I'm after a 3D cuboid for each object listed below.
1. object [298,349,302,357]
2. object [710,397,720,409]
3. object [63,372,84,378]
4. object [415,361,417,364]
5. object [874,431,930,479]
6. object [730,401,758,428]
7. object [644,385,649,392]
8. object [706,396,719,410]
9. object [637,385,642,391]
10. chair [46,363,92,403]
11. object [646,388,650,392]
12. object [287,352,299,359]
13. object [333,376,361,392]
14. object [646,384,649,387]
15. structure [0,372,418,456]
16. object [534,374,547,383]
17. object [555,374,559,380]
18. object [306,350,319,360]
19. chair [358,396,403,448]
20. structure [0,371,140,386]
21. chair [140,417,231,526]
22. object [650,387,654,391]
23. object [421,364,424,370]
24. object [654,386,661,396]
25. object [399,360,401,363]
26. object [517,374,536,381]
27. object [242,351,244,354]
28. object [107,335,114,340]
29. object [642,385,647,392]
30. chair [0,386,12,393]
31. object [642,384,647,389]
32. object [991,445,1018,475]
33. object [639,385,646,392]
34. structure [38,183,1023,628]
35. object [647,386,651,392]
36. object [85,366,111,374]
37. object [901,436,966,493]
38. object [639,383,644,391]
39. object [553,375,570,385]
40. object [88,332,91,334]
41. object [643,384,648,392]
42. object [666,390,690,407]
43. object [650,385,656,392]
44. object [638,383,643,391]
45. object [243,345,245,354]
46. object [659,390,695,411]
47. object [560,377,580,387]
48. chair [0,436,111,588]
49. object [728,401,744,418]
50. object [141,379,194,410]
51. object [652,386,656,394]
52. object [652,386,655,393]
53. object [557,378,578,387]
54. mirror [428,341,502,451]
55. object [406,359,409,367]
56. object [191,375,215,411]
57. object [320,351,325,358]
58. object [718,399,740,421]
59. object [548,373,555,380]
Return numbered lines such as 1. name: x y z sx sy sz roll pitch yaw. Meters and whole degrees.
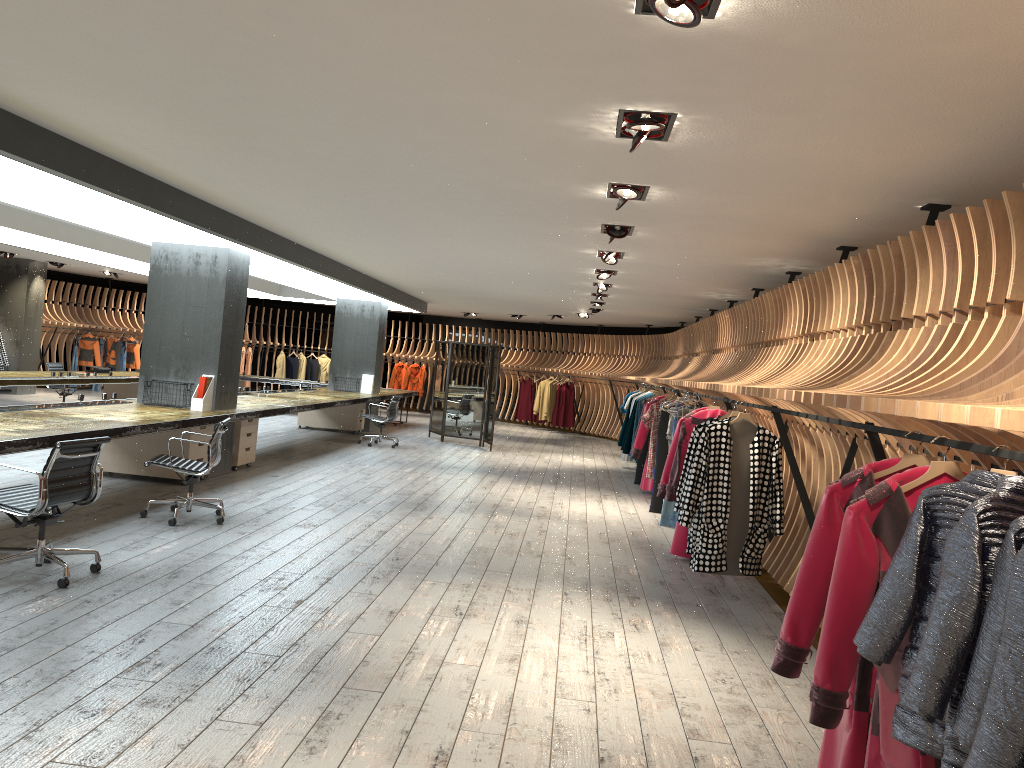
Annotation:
1. object: -5.794 -0.818 24.364 0.012 0.270 0.525 5 1 -41
2. object: 1.760 0.243 7.691 0.525 0.270 0.012 6 1 34
3. object: -6.576 -0.131 13.255 0.302 0.071 0.209 5 1 -1
4. object: -2.658 -0.523 24.452 0.012 0.270 0.525 6 1 34
5. object: 1.458 0.304 3.208 0.525 0.270 0.012 6 1 34
6. object: 1.689 0.261 6.449 0.525 0.270 0.012 5 0 -6
7. object: 2.336 0.147 15.330 0.524 0.284 0.014 6 0 14
8. object: 1.819 0.242 8.010 0.525 0.270 0.012 6 0 24
9. object: 2.459 0.119 16.806 0.525 0.270 0.012 6 0 19
10. chair: -7.561 0.089 15.089 0.667 0.859 0.693 5 1 -10
11. object: 2.344 0.146 15.144 0.525 0.270 0.012 5 0 4
12. object: -5.981 -0.836 24.300 0.525 0.270 0.012 6 1 39
13. object: -3.154 0.014 16.964 0.459 0.289 0.329 6 1 7
14. object: 2.388 0.146 15.614 0.524 0.285 0.013 5 0 -1
15. structure: -5.284 0.391 11.304 4.836 0.844 18.476 6 1 4
16. object: 0.803 -0.153 22.475 0.525 0.270 0.012 5 0 -31
17. object: 1.127 -0.117 22.062 0.012 0.270 0.525 6 1 44
18. object: -5.495 -0.792 24.425 0.525 0.270 0.012 6 0 29
19. chair: -2.221 0.601 14.873 0.667 0.859 0.693 5 1 0
20. structure: -7.091 0.212 11.656 1.162 0.844 10.452 5 1 4
21. chair: -2.737 0.704 7.467 0.667 0.859 0.694 5 1 -20
22. object: 2.301 0.146 14.563 0.525 0.270 0.012 6 0 9
23. object: -2.437 -0.501 24.401 0.012 0.270 0.525 5 1 -16
24. object: 2.245 0.163 13.682 0.525 0.270 0.012 5 0 4
25. object: -3.092 -0.566 24.527 0.012 0.270 0.525 5 1 19
26. object: 0.385 -0.200 22.872 0.525 0.270 0.012 5 0 4
27. object: -7.313 -0.952 23.732 0.525 0.270 0.012 6 1 39
28. object: -9.668 -1.126 21.402 0.525 0.270 0.012 6 0 24
29. object: 2.389 0.135 15.806 0.525 0.270 0.012 6 0 9
30. chair: -7.719 0.119 12.883 0.667 0.859 0.693 5 1 0
31. object: 2.444 0.127 16.351 0.525 0.270 0.012 5 0 -11
32. object: 1.399 0.287 2.527 0.010 0.226 0.440 5 1 -36
33. object: 2.369 0.137 15.914 0.524 0.288 0.015 6 0 14
34. structure: -4.859 -0.353 7.192 14.883 2.439 36.556 6 1 4
35. object: 2.326 0.149 14.935 0.525 0.270 0.012 6 0 9
36. object: -7.074 -0.243 15.154 0.261 0.111 0.373 6 1 4
37. object: 1.444 0.319 2.935 0.523 0.291 0.015 6 0 14
38. object: 2.438 0.123 16.525 0.525 0.270 0.012 6 0 19
39. object: 1.277 -0.095 21.876 0.525 0.270 0.012 5 0 -21
40. object: -9.959 -1.145 20.886 0.525 0.270 0.012 6 0 19
41. object: 2.366 0.135 15.501 0.525 0.270 0.012 5 0 -11
42. object: 1.988 0.205 10.493 0.525 0.270 0.012 6 1 44
43. object: 2.285 0.149 14.329 0.525 0.270 0.012 5 0 4
44. object: 2.441 0.121 16.662 0.525 0.270 0.012 5 0 -6
45. object: -7.210 -0.944 23.792 0.012 0.270 0.525 5 1 -26
46. object: 1.981 0.208 10.280 0.525 0.270 0.012 5 0 4
47. object: 1.423 -0.077 21.660 0.525 0.270 0.012 5 0 -21
48. chair: -2.887 0.732 5.395 0.667 0.859 0.693 5 1 0
49. object: 1.684 0.257 6.631 0.525 0.270 0.012 5 0 4
50. object: -3.714 0.113 9.582 0.459 0.289 0.329 5 1 2
51. object: 2.236 0.158 13.794 0.525 0.270 0.012 5 0 4
52. object: 2.255 0.158 13.997 0.525 0.270 0.012 6 0 9
53. object: 1.373 -0.083 21.747 0.525 0.270 0.012 5 0 4
54. mirror: -0.870 0.174 16.535 0.443 1.892 2.113 5 1 -45
55. object: -2.902 -0.548 24.514 0.012 0.270 0.525 5 1 9
56. object: -3.352 0.095 9.611 0.129 0.383 0.239 5 0 4
57. object: -5.196 -0.767 24.499 0.525 0.270 0.012 6 0 29
58. object: 1.737 0.255 6.953 0.525 0.270 0.012 6 0 24
59. object: 0.997 -0.133 22.242 0.525 0.270 0.012 5 0 4
